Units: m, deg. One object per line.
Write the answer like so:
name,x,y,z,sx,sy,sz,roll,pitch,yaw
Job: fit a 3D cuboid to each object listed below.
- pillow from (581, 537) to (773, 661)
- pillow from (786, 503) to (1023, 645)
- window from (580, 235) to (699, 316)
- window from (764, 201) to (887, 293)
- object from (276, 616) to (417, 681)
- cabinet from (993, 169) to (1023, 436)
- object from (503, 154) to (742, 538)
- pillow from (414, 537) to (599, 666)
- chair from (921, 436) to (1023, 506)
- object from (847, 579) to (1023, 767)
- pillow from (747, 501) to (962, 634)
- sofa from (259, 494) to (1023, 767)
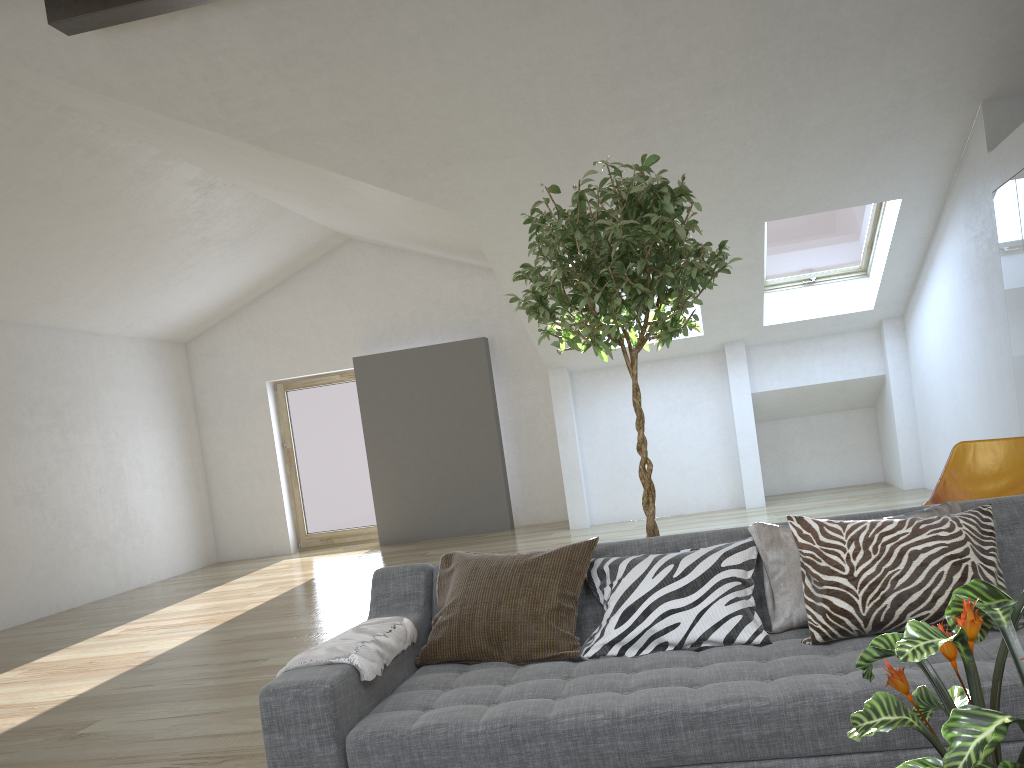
pillow,0.481,0.650,2.666,0.573,0.284,0.350,-8,-1,10
pillow,1.063,0.508,2.439,0.569,0.341,0.275,-8,0,14
window,1.172,-1.045,8.253,1.505,0.730,1.860,-8,-3,11
window,2.755,-1.279,7.991,1.505,0.730,1.860,-8,-3,11
object,-0.466,0.925,2.580,0.365,0.419,0.471,-8,-1,14
cabinet,3.187,-0.188,5.109,0.123,2.247,1.754,-8,0,12
object,0.461,0.188,3.264,0.821,2.024,0.790,-8,1,-11
pillow,-0.027,0.696,2.793,0.587,0.338,0.303,-9,-1,20
chair,2.418,0.645,4.389,0.656,0.724,0.715,-8,-1,41
object,0.657,0.515,1.169,0.386,0.527,0.425,-8,0,-14
pillow,1.037,0.546,2.618,0.656,0.319,0.257,-8,0,10
sofa,0.708,0.785,2.507,2.518,0.685,1.001,-8,-2,10
